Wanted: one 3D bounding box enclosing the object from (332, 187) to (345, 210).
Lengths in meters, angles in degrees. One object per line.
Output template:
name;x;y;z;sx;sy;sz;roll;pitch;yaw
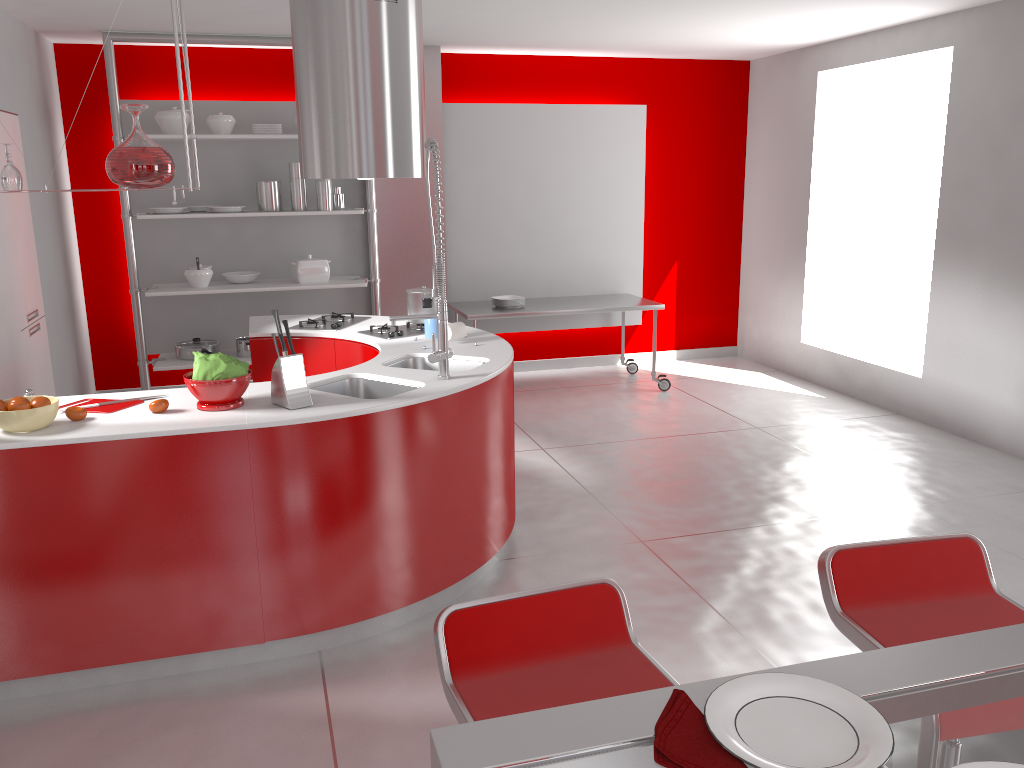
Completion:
object;-1.275;-1.344;6.417;0.127;0.157;0.127;-2;13;-5

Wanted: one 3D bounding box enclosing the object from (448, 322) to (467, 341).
object;-0.287;-0.252;4.208;0.109;0.080;0.100;12;18;43

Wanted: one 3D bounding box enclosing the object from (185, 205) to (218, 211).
object;-2.179;-1.234;6.256;0.244;0.042;0.244;-6;14;-23

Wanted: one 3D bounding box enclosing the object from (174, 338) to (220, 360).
object;-2.263;-0.254;6.347;0.308;0.130;0.407;-3;13;-8

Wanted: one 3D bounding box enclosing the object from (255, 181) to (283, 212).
object;-1.700;-1.312;6.199;0.184;0.205;0.172;-3;13;-10

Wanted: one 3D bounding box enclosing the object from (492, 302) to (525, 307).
object;-0.030;-0.609;6.762;0.228;0.020;0.228;-9;16;-33

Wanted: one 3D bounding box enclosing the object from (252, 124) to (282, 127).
object;-1.697;-1.779;6.140;0.200;0.030;0.200;-4;14;-15

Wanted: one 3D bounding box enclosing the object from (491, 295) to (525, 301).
object;-0.030;-0.649;6.753;0.228;0.020;0.228;-9;16;-33

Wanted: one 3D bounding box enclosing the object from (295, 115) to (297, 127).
object;-1.383;-1.859;6.249;0.287;0.222;0.287;6;15;28

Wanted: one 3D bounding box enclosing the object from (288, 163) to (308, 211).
object;-1.495;-1.377;6.198;0.109;0.329;0.110;-5;14;-17

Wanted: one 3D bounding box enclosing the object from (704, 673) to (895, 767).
object;0.340;0.411;1.062;0.217;0.015;0.217;4;14;20

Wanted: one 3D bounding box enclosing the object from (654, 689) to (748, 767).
object;0.206;0.422;1.032;0.095;0.012;0.234;-4;14;-15

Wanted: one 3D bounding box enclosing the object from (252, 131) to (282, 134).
object;-1.696;-1.733;6.151;0.200;0.030;0.200;-4;14;-15

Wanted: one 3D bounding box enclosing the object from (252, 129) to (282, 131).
object;-1.696;-1.749;6.147;0.200;0.030;0.200;-4;14;-15

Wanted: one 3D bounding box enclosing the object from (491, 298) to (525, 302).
object;-0.030;-0.639;6.755;0.228;0.020;0.228;-9;16;-33

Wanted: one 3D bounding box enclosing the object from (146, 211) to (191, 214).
object;-2.321;-1.157;5.996;0.280;0.015;0.280;4;14;21

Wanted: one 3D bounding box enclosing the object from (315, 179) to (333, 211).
object;-1.313;-1.353;6.204;0.115;0.274;0.115;-6;14;-22

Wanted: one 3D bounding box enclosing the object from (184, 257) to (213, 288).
object;-2.182;-0.780;6.172;0.192;0.214;0.192;-8;15;-28

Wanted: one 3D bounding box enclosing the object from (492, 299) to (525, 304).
object;-0.030;-0.629;6.757;0.228;0.020;0.228;-9;16;-33

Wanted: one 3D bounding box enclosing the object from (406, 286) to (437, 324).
object;-0.455;-0.416;4.619;0.218;0.185;0.189;9;16;35

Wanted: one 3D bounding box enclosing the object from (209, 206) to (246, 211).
object;-1.950;-1.195;6.080;0.244;0.042;0.244;-9;15;-30

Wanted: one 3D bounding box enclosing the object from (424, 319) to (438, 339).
object;-0.391;-0.277;4.282;0.080;0.100;0.109;-13;18;-41

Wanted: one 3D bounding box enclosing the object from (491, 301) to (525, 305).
object;-0.030;-0.619;6.760;0.228;0.020;0.228;-9;16;-33

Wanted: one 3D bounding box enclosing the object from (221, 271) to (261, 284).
object;-1.952;-0.764;6.400;0.272;0.072;0.272;10;17;37

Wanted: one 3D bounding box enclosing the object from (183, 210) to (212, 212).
object;-2.179;-1.221;6.259;0.280;0.015;0.280;4;14;21

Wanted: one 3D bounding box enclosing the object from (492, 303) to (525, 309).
object;-0.029;-0.600;6.764;0.228;0.020;0.228;-9;16;-33

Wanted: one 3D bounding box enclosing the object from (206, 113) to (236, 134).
object;-1.979;-1.767;6.037;0.192;0.153;0.192;-1;13;-2

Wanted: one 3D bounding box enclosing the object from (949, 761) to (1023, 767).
object;0.528;0.451;0.883;0.217;0.015;0.217;4;14;21

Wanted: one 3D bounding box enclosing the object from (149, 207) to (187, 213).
object;-2.321;-1.170;5.993;0.244;0.042;0.244;-9;15;-30

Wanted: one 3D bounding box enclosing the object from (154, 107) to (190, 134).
object;-2.274;-1.762;5.951;0.231;0.191;0.231;5;14;24

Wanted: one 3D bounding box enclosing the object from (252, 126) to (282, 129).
object;-1.697;-1.763;6.144;0.200;0.030;0.200;-4;14;-15

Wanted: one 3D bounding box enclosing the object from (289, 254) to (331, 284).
object;-1.464;-0.839;6.428;0.282;0.197;0.235;-7;15;-25

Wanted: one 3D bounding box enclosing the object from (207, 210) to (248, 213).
object;-1.950;-1.182;6.083;0.280;0.015;0.280;2;14;13
